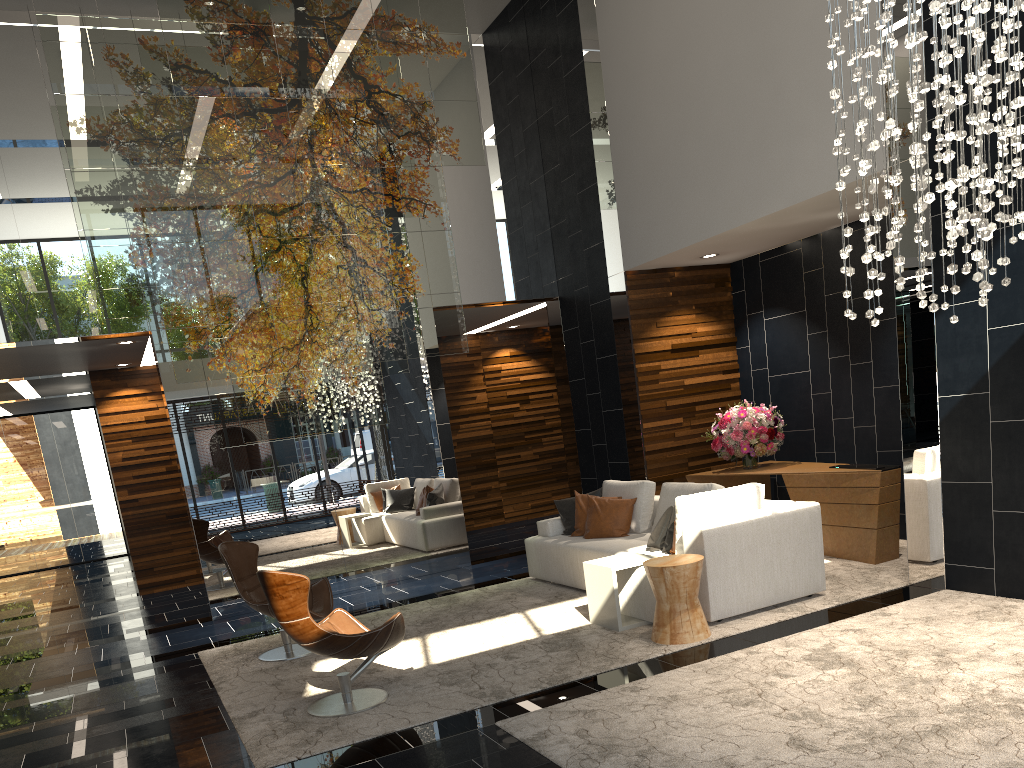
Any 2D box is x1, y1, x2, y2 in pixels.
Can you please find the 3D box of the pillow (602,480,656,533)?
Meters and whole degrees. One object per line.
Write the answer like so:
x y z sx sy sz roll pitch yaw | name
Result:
1.024 1.092 7.746 0.243 0.463 0.715 -12 3 -26 | pillow

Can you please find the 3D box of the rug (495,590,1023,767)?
1.929 1.493 4.185 3.364 0.006 2.324 -7 -2 -24 | rug

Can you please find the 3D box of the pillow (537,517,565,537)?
0.545 1.325 8.207 0.612 0.156 0.239 -7 1 -29 | pillow

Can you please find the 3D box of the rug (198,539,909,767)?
0.679 1.774 6.963 5.811 0.006 3.197 -7 -2 -24 | rug

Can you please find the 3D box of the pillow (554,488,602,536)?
0.636 1.178 7.932 0.559 0.427 0.245 -7 7 23 | pillow

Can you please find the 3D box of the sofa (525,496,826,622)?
1.052 1.371 7.146 1.270 0.699 2.837 -8 -1 -25 | sofa

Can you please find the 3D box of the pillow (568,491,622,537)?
0.749 1.152 7.746 0.554 0.443 0.234 -6 8 31 | pillow

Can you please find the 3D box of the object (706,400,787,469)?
2.299 0.489 8.421 0.675 0.696 0.658 -11 6 -33 | object

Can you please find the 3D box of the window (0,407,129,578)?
-9.312 2.071 15.491 3.895 2.925 0.058 -9 11 -23 | window

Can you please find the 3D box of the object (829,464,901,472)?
2.961 0.694 7.211 0.239 0.027 0.703 -8 -2 -15 | object

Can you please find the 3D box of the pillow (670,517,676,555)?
1.337 1.038 6.270 0.510 0.425 0.265 -10 7 -28 | pillow

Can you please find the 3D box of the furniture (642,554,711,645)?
1.076 1.400 5.623 0.395 0.536 0.379 -7 7 10 | furniture

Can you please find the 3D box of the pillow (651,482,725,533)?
1.402 1.016 6.938 0.285 0.447 0.714 -11 3 -24 | pillow

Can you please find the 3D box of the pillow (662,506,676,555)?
1.294 1.066 6.468 0.256 0.426 0.537 -3 5 33 | pillow

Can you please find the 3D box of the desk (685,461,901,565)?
2.714 1.142 7.984 0.974 0.767 2.232 -9 0 -25 | desk

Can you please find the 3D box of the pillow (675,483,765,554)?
1.475 0.970 6.115 0.701 0.473 0.214 -9 8 -22 | pillow

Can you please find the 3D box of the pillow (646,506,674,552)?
1.209 1.086 6.629 0.301 0.374 0.489 -5 4 25 | pillow

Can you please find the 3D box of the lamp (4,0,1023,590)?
-8.680 -46.002 0.017 399.368 117.232 391.064 -8 -1 1 | lamp

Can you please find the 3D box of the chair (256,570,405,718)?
-1.018 1.469 5.128 0.680 0.956 0.761 -4 7 33 | chair

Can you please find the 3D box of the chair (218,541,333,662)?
-1.802 1.635 6.617 0.790 0.957 0.654 -8 7 3 | chair

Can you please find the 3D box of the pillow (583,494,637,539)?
0.836 1.157 7.544 0.524 0.425 0.259 -6 7 36 | pillow

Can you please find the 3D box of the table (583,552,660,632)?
0.809 1.486 6.205 0.393 0.479 0.396 -11 6 -24 | table
